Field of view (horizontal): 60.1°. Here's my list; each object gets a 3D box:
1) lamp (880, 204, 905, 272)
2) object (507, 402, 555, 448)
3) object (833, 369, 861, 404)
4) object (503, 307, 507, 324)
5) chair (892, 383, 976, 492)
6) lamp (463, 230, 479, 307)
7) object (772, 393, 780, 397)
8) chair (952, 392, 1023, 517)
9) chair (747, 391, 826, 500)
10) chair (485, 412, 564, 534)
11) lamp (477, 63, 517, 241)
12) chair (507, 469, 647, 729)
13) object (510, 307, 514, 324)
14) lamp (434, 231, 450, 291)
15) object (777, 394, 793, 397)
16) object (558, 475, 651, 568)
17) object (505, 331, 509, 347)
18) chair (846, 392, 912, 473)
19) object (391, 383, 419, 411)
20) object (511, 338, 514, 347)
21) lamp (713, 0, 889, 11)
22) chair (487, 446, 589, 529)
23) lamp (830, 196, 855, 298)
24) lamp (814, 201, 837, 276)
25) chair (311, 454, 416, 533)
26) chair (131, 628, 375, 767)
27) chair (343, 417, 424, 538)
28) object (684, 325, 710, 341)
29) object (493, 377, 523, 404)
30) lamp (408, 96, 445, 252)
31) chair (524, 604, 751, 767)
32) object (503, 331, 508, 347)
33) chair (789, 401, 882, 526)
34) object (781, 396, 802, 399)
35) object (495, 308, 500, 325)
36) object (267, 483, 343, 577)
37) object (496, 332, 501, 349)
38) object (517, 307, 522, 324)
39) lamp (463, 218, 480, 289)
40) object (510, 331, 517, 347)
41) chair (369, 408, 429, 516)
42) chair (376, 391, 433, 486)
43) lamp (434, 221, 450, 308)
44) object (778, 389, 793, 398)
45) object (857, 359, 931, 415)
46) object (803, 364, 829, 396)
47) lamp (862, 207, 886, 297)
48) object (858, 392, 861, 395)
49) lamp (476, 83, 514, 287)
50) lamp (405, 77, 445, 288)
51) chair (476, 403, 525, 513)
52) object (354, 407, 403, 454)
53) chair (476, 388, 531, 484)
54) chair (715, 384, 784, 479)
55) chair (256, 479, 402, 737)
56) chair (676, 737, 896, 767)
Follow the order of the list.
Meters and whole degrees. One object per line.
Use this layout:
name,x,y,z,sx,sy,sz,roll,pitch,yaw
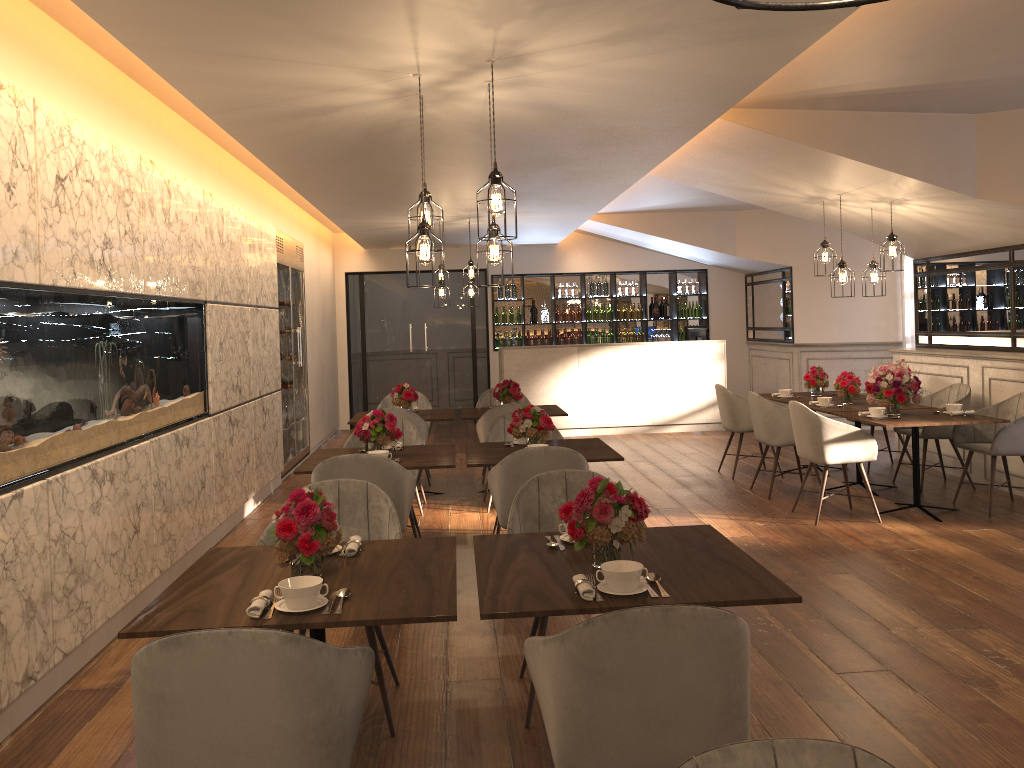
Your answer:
lamp,3.026,-1.940,7.098,0.175,2.069,0.175,-2,1,-2
object,0.126,0.259,5.410,0.305,0.301,0.234,-1,2,29
object,2.871,0.021,7.606,0.234,0.301,0.306,-1,2,16
object,-0.111,-1.032,13.372,0.065,0.261,0.066,-2,1,-25
chair,3.604,0.439,7.554,0.526,0.872,0.565,-2,2,-4
lamp,-0.481,-1.894,9.848,0.175,2.069,0.175,-2,1,-2
object,2.583,0.101,8.504,0.175,0.039,0.056,-2,3,-4
chair,3.665,0.502,6.617,0.526,0.872,0.565,-2,2,-4
chair,2.280,0.487,7.450,0.526,0.872,0.565,-2,2,-4
chair,0.090,0.647,6.123,0.565,0.872,0.527,-2,2,-4
lamp,-0.096,-1.670,3.876,0.175,2.069,0.175,-2,1,-2
chair,0.258,0.819,3.551,0.565,0.872,0.527,-2,2,-4
object,0.000,-1.036,13.379,0.065,0.261,0.066,-2,1,-25
lamp,-0.825,-2.090,10.026,0.175,2.069,0.175,-2,1,-2
object,2.595,0.110,8.471,0.192,0.024,0.025,-2,2,-4
object,0.294,0.430,2.839,0.305,0.301,0.234,-3,2,-26
object,-0.064,-0.592,11.626,0.065,0.207,0.065,-2,1,-12
chair,3.542,0.376,8.492,0.526,0.872,0.565,-2,2,-4
object,-0.943,0.122,7.864,0.234,0.301,0.305,-3,3,-29
object,0.011,-0.674,13.383,0.065,0.261,0.066,-2,1,-25
lamp,0.137,-1.246,0.421,0.175,2.069,0.175,-2,1,-2
chair,0.161,0.737,4.797,0.565,0.872,0.527,-2,2,-4
lamp,2.694,-1.749,7.280,0.175,2.069,0.175,-2,1,-2
lamp,2.667,-1.964,7.606,0.175,2.069,0.175,-2,1,-2
chair,-0.795,0.771,4.735,0.565,0.872,0.527,-2,2,-4
chair,-0.627,0.943,2.162,0.565,0.872,0.527,-2,2,-4
chair,-0.867,0.682,6.061,0.565,0.872,0.527,-2,2,-4
object,2.515,-0.622,11.957,0.409,0.328,0.130,-3,2,-26
object,-0.052,0.091,7.930,0.305,0.301,0.234,0,3,44
lamp,-0.455,-1.694,4.384,0.175,2.069,0.175,-2,1,-2
chair,0.330,0.908,2.224,0.565,0.872,0.527,-2,2,-4
object,-0.099,-0.670,13.376,0.065,0.261,0.066,-2,1,-25
chair,2.342,0.550,6.513,0.526,0.872,0.565,-2,2,-4
object,2.618,0.127,8.279,0.197,0.015,0.043,-2,4,-8
object,-0.221,-1.028,13.365,0.065,0.261,0.066,-2,1,-25
object,-0.658,0.462,2.806,0.234,0.301,0.305,-2,2,-2
object,-0.209,-0.666,13.369,0.065,0.261,0.066,-2,1,-25
object,0.110,-1.040,13.386,0.065,0.261,0.066,-2,1,-25
lamp,-0.466,-2.066,9.518,0.175,2.069,0.175,-2,1,-2
object,0.021,-0.595,11.636,0.065,0.207,0.146,-2,2,-12
chair,-0.958,0.606,7.207,0.565,0.872,0.527,-2,2,-4
chair,-1.029,0.516,8.533,0.565,0.872,0.527,-2,2,-4
lamp,-0.797,-1.874,9.700,0.175,2.069,0.175,-2,1,-2
object,2.590,0.091,8.391,0.148,0.072,0.148,1,4,39
object,2.884,0.021,6.703,0.420,0.425,0.406,-2,2,-15
object,2.889,-0.039,8.426,0.234,0.301,0.306,0,3,44
lamp,3.010,-1.769,7.428,0.175,2.069,0.175,-2,1,-2
object,3.203,0.092,8.353,0.175,0.039,0.056,-2,3,-4
lamp,-0.111,-1.499,4.206,0.175,2.069,0.175,-2,1,-2
lamp,-0.427,-1.479,4.058,0.175,2.069,0.175,-2,1,-2
chair,-0.001,0.571,7.269,0.565,0.872,0.527,-2,2,-4
object,-0.823,0.289,5.377,0.305,0.301,0.234,-1,2,18
chair,-0.072,0.482,8.596,0.565,0.872,0.527,-2,2,-4
chair,2.219,0.425,8.387,0.526,0.872,0.565,-2,2,-4
chair,-0.699,0.854,3.488,0.565,0.872,0.527,-2,2,-4
chair,0.420,0.985,1.078,0.565,0.872,0.527,-2,2,-4
